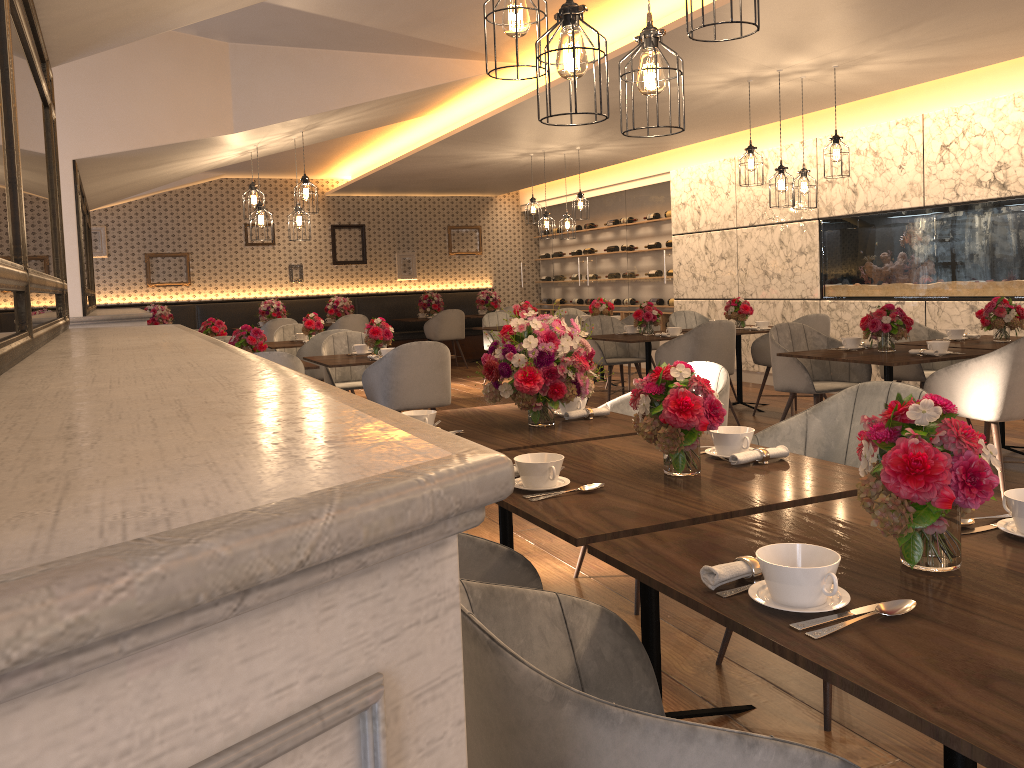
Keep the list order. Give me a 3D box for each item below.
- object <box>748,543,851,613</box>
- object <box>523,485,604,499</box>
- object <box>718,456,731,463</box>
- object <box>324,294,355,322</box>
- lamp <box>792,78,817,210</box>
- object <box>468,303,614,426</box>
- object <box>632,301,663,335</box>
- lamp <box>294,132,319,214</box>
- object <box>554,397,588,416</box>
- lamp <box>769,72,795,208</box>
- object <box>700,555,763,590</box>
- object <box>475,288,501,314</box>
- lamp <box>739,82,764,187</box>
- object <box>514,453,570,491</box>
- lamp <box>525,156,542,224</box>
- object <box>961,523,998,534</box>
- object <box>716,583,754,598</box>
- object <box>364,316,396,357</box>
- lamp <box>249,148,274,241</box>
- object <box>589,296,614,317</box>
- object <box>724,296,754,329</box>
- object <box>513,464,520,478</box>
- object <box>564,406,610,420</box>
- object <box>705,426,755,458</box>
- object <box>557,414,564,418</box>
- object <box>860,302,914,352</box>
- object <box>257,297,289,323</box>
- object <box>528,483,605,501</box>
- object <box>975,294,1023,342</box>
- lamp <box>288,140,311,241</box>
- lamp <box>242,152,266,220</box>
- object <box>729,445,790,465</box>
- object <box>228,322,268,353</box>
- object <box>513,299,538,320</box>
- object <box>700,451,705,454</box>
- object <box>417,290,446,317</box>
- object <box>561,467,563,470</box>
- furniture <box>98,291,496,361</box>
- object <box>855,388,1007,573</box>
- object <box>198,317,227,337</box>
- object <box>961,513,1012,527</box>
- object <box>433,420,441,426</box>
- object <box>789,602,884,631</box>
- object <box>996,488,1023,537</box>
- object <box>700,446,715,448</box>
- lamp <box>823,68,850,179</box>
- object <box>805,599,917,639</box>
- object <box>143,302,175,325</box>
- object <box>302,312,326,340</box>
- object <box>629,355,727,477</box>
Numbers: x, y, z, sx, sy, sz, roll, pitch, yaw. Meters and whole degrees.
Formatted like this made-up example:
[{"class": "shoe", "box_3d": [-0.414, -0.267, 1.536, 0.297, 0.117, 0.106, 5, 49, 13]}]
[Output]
[{"class": "object", "box_3d": [0.435, 0.295, 1.346, 0.148, 0.072, 0.149, 0, 6, 18]}, {"class": "object", "box_3d": [0.124, 0.255, 2.104, 0.211, 0.004, 0.022, -5, 7, -24]}, {"class": "object", "box_3d": [0.632, 0.193, 2.368, 0.193, 0.024, 0.025, -5, 6, -24]}, {"class": "object", "box_3d": [-2.484, -1.083, 12.757, 0.420, 0.424, 0.406, -4, 5, -22]}, {"class": "lamp", "box_3d": [2.154, -2.344, 6.580, 0.175, 2.064, 0.175, -4, 4, -23]}, {"class": "object", "box_3d": [0.096, -0.070, 3.090, 0.421, 0.424, 0.406, -6, 6, -36]}, {"class": "object", "box_3d": [1.172, -0.573, 7.614, 0.234, 0.300, 0.306, 2, 7, 43]}, {"class": "lamp", "box_3d": [-1.666, -2.380, 6.956, 0.175, 2.064, 0.175, -4, 4, -23]}, {"class": "object", "box_3d": [0.224, 0.079, 3.293, 0.148, 0.072, 0.149, 0, 6, 18]}, {"class": "lamp", "box_3d": [1.909, -2.305, 6.332, 0.175, 2.064, 0.175, -4, 4, -23]}, {"class": "object", "box_3d": [0.389, 0.302, 1.451, 0.176, 0.039, 0.056, -5, 6, -24]}, {"class": "object", "box_3d": [-0.368, -1.280, 13.732, 0.405, 0.424, 0.421, -1, 5, 19]}, {"class": "lamp", "box_3d": [1.767, -2.527, 6.620, 0.175, 2.064, 0.175, -4, 4, -23]}, {"class": "object", "box_3d": [0.067, 0.216, 2.162, 0.148, 0.072, 0.149, 0, 6, 18]}, {"class": "lamp", "box_3d": [0.209, -2.864, 10.075, 0.175, 2.064, 0.175, -4, 4, -23]}, {"class": "object", "box_3d": [0.920, 0.271, 1.689, 0.211, 0.004, 0.022, -5, 7, -24]}, {"class": "object", "box_3d": [0.412, 0.311, 1.423, 0.193, 0.024, 0.025, -5, 6, -24]}, {"class": "object", "box_3d": [-0.957, -0.351, 6.424, 0.234, 0.300, 0.306, -3, 5, -5]}, {"class": "lamp", "box_3d": [-2.038, -2.178, 7.018, 0.175, 2.064, 0.175, -4, 4, -23]}, {"class": "object", "box_3d": [1.032, -0.870, 10.231, 0.305, 0.300, 0.235, -2, 5, -2]}, {"class": "object", "box_3d": [2.052, -0.650, 7.976, 0.234, 0.300, 0.306, -4, 5, -22]}, {"class": "object", "box_3d": [0.021, 0.223, 2.267, 0.176, 0.039, 0.056, -5, 6, -24]}, {"class": "object", "box_3d": [0.272, 0.106, 3.190, 0.176, 0.039, 0.056, -5, 6, -24]}, {"class": "object", "box_3d": [0.607, 0.162, 2.443, 0.148, 0.072, 0.149, 0, 6, 18]}, {"class": "object", "box_3d": [0.249, 0.111, 3.218, 0.193, 0.024, 0.025, -5, 6, -24]}, {"class": "object", "box_3d": [2.230, -0.344, 5.266, 0.305, 0.300, 0.235, -2, 5, 9]}, {"class": "object", "box_3d": [-3.374, -1.013, 12.468, 0.405, 0.424, 0.421, -1, 5, 19]}, {"class": "object", "box_3d": [0.132, 0.253, 2.068, 0.197, 0.015, 0.043, -6, 7, -28]}, {"class": "object", "box_3d": [3.107, -0.422, 5.628, 0.305, 0.300, 0.235, -2, 5, -2]}, {"class": "lamp", "box_3d": [-1.794, -2.216, 7.266, 0.175, 2.064, 0.175, -4, 4, -23]}, {"class": "lamp", "box_3d": [-2.181, -2.400, 7.306, 0.175, 2.064, 0.175, -4, 4, -23]}, {"class": "object", "box_3d": [0.655, 0.189, 2.341, 0.176, 0.039, 0.056, -5, 6, -24]}, {"class": "object", "box_3d": [-1.808, -0.272, 6.029, 0.305, 0.300, 0.235, 2, 6, 41]}, {"class": "object", "box_3d": [0.154, -0.793, 9.872, 0.234, 0.300, 0.306, 2, 7, 43]}, {"class": "object", "box_3d": [0.552, 0.191, 2.505, 0.211, 0.004, 0.022, -5, 7, -24]}, {"class": "object", "box_3d": [-1.219, -1.200, 13.338, 0.405, 0.424, 0.422, -1, 5, 18]}, {"class": "object", "box_3d": [0.044, 0.232, 2.240, 0.193, 0.024, 0.025, -5, 6, -24]}, {"class": "furniture", "box_3d": [-3.407, -0.698, 13.159, 7.099, 1.078, 0.542, -5, 5, -24]}, {"class": "object", "box_3d": [0.699, 0.151, 1.481, 0.234, 0.300, 0.306, 0, 5, 23]}, {"class": "object", "box_3d": [-2.761, -0.477, 8.144, 0.305, 0.300, 0.235, 2, 6, 41]}, {"class": "object", "box_3d": [0.912, 0.262, 1.724, 0.197, 0.015, 0.043, -6, 7, -28]}, {"class": "object", "box_3d": [-0.339, 0.149, 3.089, 0.193, 0.024, 0.025, -5, 6, -24]}, {"class": "object", "box_3d": [0.492, 0.334, 1.288, 0.211, 0.004, 0.022, -5, 7, -24]}, {"class": "object", "box_3d": [0.975, 0.241, 1.627, 0.148, 0.072, 0.149, 0, 6, 18]}, {"class": "object", "box_3d": [0.544, 0.182, 2.540, 0.197, 0.015, 0.043, -6, 7, -28]}, {"class": "lamp", "box_3d": [2.281, -2.507, 6.269, 0.175, 2.064, 0.175, -4, 4, -23]}, {"class": "object", "box_3d": [0.500, 0.332, 1.252, 0.197, 0.015, 0.043, -6, 7, -28]}, {"class": "object", "box_3d": [-4.724, -0.878, 11.765, 0.421, 0.424, 0.406, -6, 6, -36]}, {"class": "object", "box_3d": [-1.911, -0.556, 8.539, 0.234, 0.300, 0.306, -3, 5, -5]}, {"class": "object", "box_3d": [0.429, 0.075, 2.255, 0.234, 0.300, 0.306, -3, 5, -5]}]
